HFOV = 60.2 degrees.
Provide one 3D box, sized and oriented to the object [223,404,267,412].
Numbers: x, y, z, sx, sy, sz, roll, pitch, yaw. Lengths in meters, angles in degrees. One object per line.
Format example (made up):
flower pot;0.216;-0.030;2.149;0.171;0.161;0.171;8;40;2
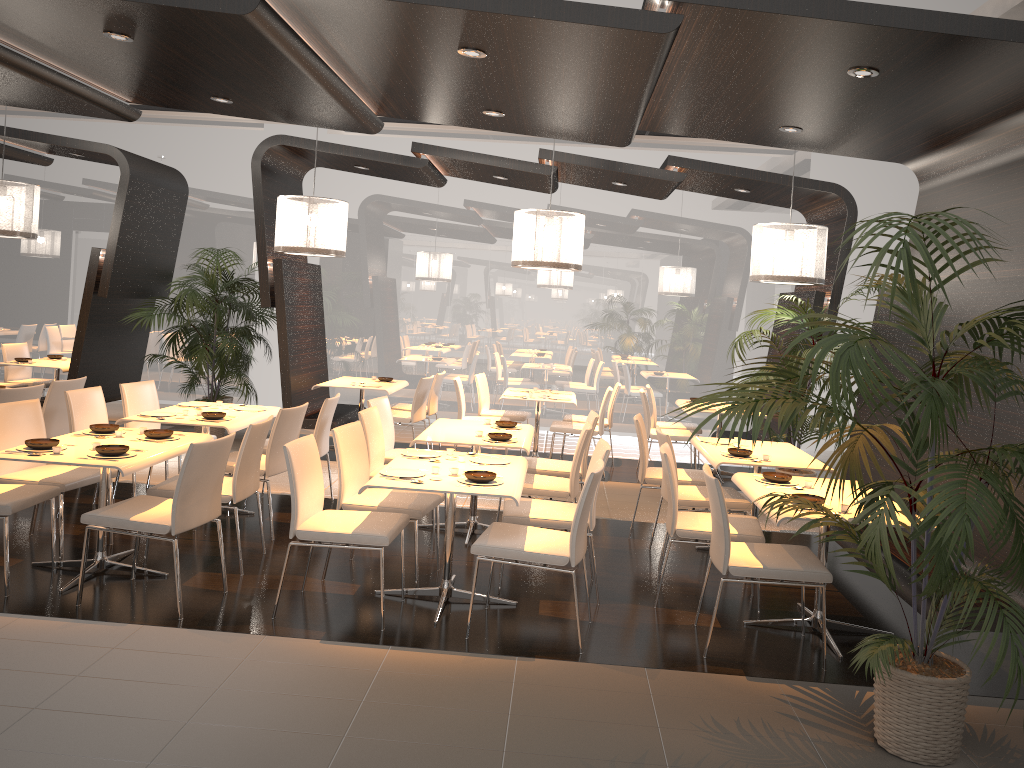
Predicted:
object;-2.059;0.172;6.825;0.334;0.038;0.378;3;5;-8

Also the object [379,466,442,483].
object;-0.528;0.463;4.618;0.334;0.038;0.378;3;5;-3

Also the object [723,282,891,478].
object;2.643;0.092;7.783;1.507;2.058;1.562;4;2;16

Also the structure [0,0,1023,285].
structure;-2.159;-1.336;5.721;10.663;1.735;2.910;4;4;3

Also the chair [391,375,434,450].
chair;-1.151;0.334;9.092;0.606;0.869;0.484;4;2;11

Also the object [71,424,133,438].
object;-2.440;0.278;5.326;0.303;0.044;0.366;4;5;2

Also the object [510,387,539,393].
object;0.139;0.061;9.630;0.334;0.038;0.378;3;5;-3

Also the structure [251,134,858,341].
structure;0.367;-1.493;9.321;5.934;1.726;1.405;4;2;3

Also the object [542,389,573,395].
object;0.491;0.078;9.689;0.334;0.038;0.378;3;5;-8

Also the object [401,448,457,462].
object;-0.493;0.411;5.231;0.334;0.038;0.378;3;5;-3

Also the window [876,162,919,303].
window;4.209;-0.765;7.494;0.070;3.970;6.600;4;4;3

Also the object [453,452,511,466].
object;-0.180;0.431;5.231;0.334;0.038;0.378;3;5;-8

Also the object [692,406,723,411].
object;1.996;0.238;8.931;0.334;0.038;0.378;3;5;-3

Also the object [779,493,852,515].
object;1.536;0.601;4.475;0.303;0.044;0.366;4;5;2

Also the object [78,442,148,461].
object;-2.145;0.351;4.710;0.303;0.044;0.366;4;5;2

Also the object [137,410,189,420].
object;-2.439;0.206;6.180;0.334;0.038;0.378;3;5;-3

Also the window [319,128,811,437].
window;0.599;-1.352;11.580;6.580;3.977;0.070;4;1;3

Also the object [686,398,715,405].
object;2.038;0.183;9.547;0.303;0.044;0.366;4;5;2

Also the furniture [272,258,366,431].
furniture;-2.016;-0.452;9.466;0.757;1.673;1.405;4;2;3

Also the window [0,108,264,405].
window;-6.575;-1.835;11.995;6.580;3.977;0.070;4;1;3

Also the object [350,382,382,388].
object;-1.514;-0.003;9.187;0.334;0.038;0.378;3;5;-8

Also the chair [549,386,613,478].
chair;0.699;0.457;9.004;0.605;0.869;0.484;4;2;6

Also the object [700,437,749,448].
object;1.574;0.423;6.552;0.334;0.038;0.378;3;5;-3

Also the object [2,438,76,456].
object;-2.488;0.330;4.708;0.303;0.044;0.366;4;5;2

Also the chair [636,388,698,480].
chair;1.570;0.517;8.963;0.605;0.873;0.484;4;2;6

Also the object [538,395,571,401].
object;0.441;0.129;9.075;0.334;0.038;0.378;3;5;-8

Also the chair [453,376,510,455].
chair;-0.322;0.392;9.048;0.605;0.873;0.485;4;2;1

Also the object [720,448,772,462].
object;1.570;0.473;5.950;0.303;0.044;0.366;4;5;2

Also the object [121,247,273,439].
object;-3.205;-0.417;9.427;1.560;2.058;1.509;3;2;-3

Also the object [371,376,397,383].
object;-1.420;-0.050;9.756;0.303;0.044;0.366;4;5;2

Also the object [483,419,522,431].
object;-0.072;0.305;6.693;0.303;0.044;0.366;4;5;2

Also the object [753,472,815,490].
object;1.560;0.549;5.081;0.303;0.044;0.366;4;5;2

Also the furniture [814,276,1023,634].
furniture;2.450;0.181;5.463;0.757;1.671;2.910;4;4;3

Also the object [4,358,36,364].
object;-5.151;-0.246;9.342;0.303;0.044;0.366;4;5;2

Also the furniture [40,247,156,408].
furniture;-4.515;-0.620;9.611;0.757;1.673;1.405;4;2;3

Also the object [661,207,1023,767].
object;1.583;0.412;3.432;1.502;2.058;1.567;2;3;-41

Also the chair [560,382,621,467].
chair;0.861;0.414;9.631;0.605;0.873;0.484;4;2;6

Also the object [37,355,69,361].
object;-5.121;-0.298;9.948;0.303;0.044;0.366;3;5;-3

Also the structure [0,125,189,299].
structure;-6.769;-1.973;9.734;5.934;1.726;1.405;4;2;3

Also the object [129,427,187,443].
object;-2.138;0.299;5.303;0.303;0.044;0.366;4;5;2

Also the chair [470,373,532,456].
chair;-0.121;0.343;9.721;0.606;0.869;0.484;4;2;11

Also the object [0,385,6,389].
object;-4.074;0.035;6.925;0.303;0.044;0.366;4;5;2

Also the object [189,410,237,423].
object;-2.113;0.221;6.205;0.303;0.044;0.366;4;5;2

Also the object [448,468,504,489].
object;-0.192;0.481;4.614;0.303;0.044;0.366;4;5;2

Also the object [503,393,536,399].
object;0.074;0.110;9.024;0.334;0.038;0.378;3;5;-3

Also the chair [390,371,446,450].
chair;-1.070;0.286;9.724;0.605;0.873;0.484;4;2;6

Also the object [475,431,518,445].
object;-0.109;0.360;6.045;0.303;0.044;0.366;4;5;2

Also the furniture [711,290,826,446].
furniture;2.621;-0.140;9.198;0.757;1.673;1.405;4;2;3

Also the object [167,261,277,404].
object;-3.362;-0.524;10.521;1.502;2.058;1.567;2;3;-35

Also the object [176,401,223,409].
object;-2.403;0.154;6.793;0.334;0.038;0.378;3;5;-3
